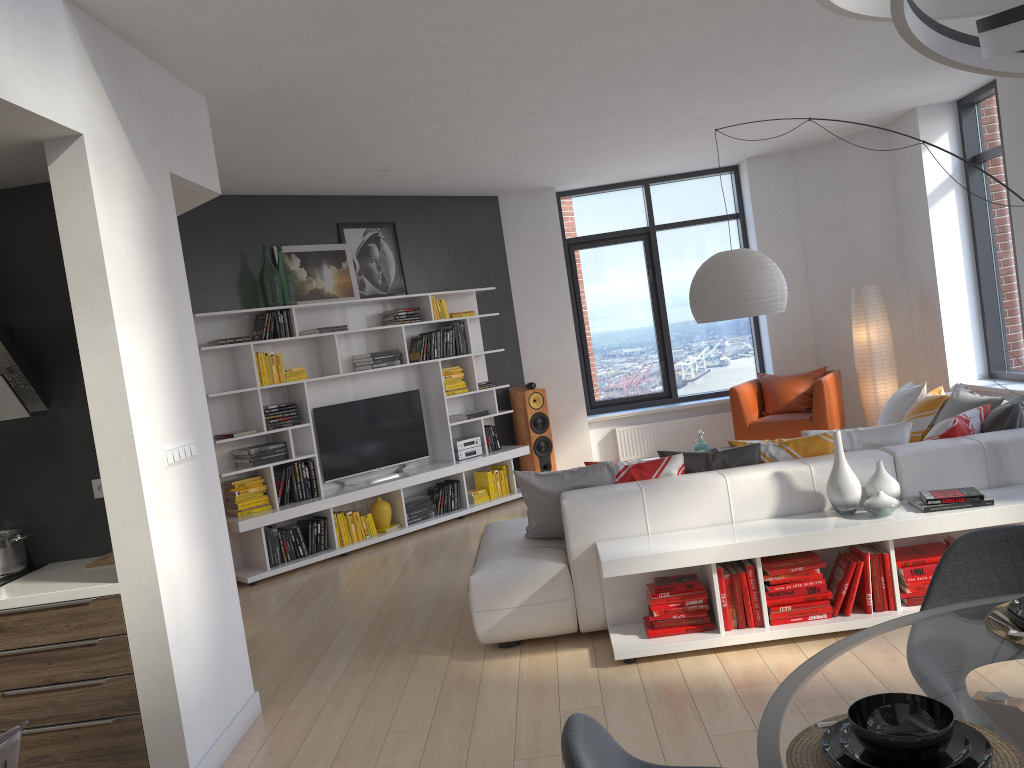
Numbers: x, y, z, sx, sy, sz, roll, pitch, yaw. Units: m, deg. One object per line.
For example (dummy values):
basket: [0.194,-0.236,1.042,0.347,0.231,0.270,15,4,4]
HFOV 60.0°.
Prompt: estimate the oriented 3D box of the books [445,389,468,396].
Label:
books: [-0.567,0.083,8.293,0.257,0.028,0.194,-11,4,-38]

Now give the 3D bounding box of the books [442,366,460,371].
books: [-0.629,-0.137,8.314,0.223,0.023,0.163,-11,4,-39]

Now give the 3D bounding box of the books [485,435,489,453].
books: [-0.317,0.528,8.466,0.053,0.268,0.202,-11,4,-43]

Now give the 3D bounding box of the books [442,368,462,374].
books: [-0.603,-0.116,8.305,0.223,0.023,0.163,-11,4,-39]

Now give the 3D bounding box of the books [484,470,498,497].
books: [-0.212,0.947,8.419,0.019,0.251,0.180,-11,4,-43]

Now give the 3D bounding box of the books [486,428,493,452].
books: [-0.267,0.535,8.497,0.049,0.236,0.170,-11,4,-42]

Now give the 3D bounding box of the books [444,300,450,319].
books: [-0.647,-0.688,8.217,0.044,0.184,0.142,-11,4,-42]

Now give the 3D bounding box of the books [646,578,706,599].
books: [0.773,0.967,4.198,0.254,0.025,0.178,-8,3,2]

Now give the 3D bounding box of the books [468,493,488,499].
books: [-0.326,1.045,8.274,0.169,0.018,0.113,-11,4,-41]

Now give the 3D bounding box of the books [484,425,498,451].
books: [-0.234,0.520,8.534,0.066,0.255,0.193,-11,4,-43]

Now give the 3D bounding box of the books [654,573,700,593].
books: [0.776,0.940,4.187,0.206,0.029,0.152,-8,3,8]

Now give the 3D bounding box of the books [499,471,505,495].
books: [-0.150,0.944,8.472,0.024,0.234,0.172,-11,4,-43]

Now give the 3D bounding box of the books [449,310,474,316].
books: [-0.518,-0.662,8.390,0.257,0.024,0.203,-11,4,-40]

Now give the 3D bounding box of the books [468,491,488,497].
books: [-0.334,1.030,8.288,0.187,0.014,0.134,-11,4,-43]

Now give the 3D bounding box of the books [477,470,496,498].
books: [-0.243,0.948,8.394,0.015,0.263,0.199,-11,4,-43]

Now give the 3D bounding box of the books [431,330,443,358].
books: [-0.708,-0.360,8.184,0.066,0.260,0.197,-11,4,-43]

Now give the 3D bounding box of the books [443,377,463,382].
books: [-0.603,-0.038,8.304,0.239,0.019,0.171,-11,4,-43]

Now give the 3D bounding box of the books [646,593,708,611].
books: [0.780,1.019,4.214,0.261,0.028,0.191,-8,3,2]

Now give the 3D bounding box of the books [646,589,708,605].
books: [0.778,0.992,4.196,0.269,0.028,0.179,-8,3,4]

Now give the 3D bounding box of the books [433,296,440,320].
books: [-0.746,-0.690,8.150,0.054,0.224,0.164,-11,4,-44]

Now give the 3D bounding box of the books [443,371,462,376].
books: [-0.608,-0.092,8.304,0.227,0.022,0.160,-10,3,-27]

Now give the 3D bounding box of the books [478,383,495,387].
books: [-0.280,0.014,8.511,0.198,0.015,0.142,-11,4,-44]

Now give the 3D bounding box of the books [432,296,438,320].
books: [-0.762,-0.686,8.123,0.041,0.224,0.163,-11,4,-44]

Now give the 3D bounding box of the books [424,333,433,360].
books: [-0.777,-0.334,8.083,0.069,0.242,0.172,-11,4,-42]

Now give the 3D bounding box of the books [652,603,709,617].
books: [0.787,1.044,4.199,0.257,0.025,0.182,-8,3,2]

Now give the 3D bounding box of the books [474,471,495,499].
books: [-0.263,0.955,8.372,0.044,0.255,0.198,-11,4,-43]

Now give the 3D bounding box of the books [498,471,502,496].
books: [-0.171,0.945,8.458,0.023,0.239,0.169,-11,4,-43]

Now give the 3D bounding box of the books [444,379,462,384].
books: [-0.597,-0.018,8.284,0.217,0.023,0.145,-11,4,-39]

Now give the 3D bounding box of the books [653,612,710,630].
books: [0.794,1.099,4.203,0.259,0.034,0.206,-8,3,5]

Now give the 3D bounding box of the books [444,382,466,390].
books: [-0.586,0.026,8.299,0.243,0.042,0.189,-11,4,-43]

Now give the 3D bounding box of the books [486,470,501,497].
books: [-0.191,0.943,8.436,0.035,0.250,0.185,-11,4,-43]

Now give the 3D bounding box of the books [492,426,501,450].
books: [-0.206,0.521,8.549,0.066,0.242,0.177,-11,4,-43]

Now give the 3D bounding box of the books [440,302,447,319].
books: [-0.663,-0.670,8.169,0.046,0.161,0.108,-11,4,-44]

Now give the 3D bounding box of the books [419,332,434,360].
books: [-0.779,-0.343,8.118,0.075,0.254,0.192,-11,4,-44]

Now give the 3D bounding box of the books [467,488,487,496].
books: [-0.348,1.011,8.294,0.186,0.026,0.138,-11,4,-43]

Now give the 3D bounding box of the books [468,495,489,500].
books: [-0.334,1.059,8.292,0.196,0.011,0.148,-11,4,-43]

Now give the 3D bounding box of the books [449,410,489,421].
books: [-0.409,0.298,8.426,0.250,0.047,0.310,-6,4,43]

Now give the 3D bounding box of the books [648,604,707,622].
books: [0.780,1.071,4.193,0.266,0.026,0.187,-8,3,8]

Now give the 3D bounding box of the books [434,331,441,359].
books: [-0.731,-0.351,8.160,0.084,0.249,0.191,-11,4,-43]

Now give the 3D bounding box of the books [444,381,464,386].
books: [-0.601,-0.001,8.306,0.251,0.014,0.189,-11,4,-40]

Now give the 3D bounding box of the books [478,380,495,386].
books: [-0.291,-0.005,8.522,0.213,0.023,0.161,-11,4,-39]

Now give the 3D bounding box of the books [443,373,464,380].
books: [-0.598,-0.065,8.308,0.239,0.033,0.176,-11,4,-40]

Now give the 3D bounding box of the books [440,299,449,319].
books: [-0.658,-0.685,8.195,0.064,0.184,0.141,-11,4,-42]

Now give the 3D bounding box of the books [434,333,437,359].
books: [-0.754,-0.341,8.132,0.068,0.243,0.179,-11,4,-44]

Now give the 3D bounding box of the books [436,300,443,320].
books: [-0.705,-0.673,8.156,0.054,0.180,0.132,-11,4,-43]

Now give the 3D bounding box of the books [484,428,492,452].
books: [-0.289,0.538,8.485,0.053,0.240,0.189,-11,4,-42]

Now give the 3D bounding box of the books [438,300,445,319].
books: [-0.686,-0.676,8.164,0.044,0.178,0.128,-11,4,-43]

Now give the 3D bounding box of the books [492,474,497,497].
books: [-0.213,0.961,8.392,0.024,0.229,0.156,-11,4,-43]

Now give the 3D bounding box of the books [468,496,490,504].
books: [-0.328,1.081,8.290,0.190,0.033,0.147,-11,4,-43]

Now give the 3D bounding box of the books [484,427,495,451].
books: [-0.246,0.528,8.506,0.050,0.242,0.169,-11,4,-43]

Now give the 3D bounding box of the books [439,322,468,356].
books: [-0.556,-0.417,8.363,0.128,0.321,0.259,-11,4,-43]

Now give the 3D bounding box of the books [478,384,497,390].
books: [-0.274,0.032,8.510,0.213,0.023,0.161,-11,4,-39]

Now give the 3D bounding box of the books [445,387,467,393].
books: [-0.579,0.059,8.296,0.257,0.024,0.203,-11,4,-40]

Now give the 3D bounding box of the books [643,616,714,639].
books: [0.783,1.134,4.197,0.301,0.032,0.227,-8,3,2]

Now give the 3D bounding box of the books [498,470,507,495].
books: [-0.134,0.940,8.492,0.024,0.234,0.172,-11,4,-43]

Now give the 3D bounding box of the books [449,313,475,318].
books: [-0.506,-0.637,8.387,0.257,0.028,0.194,-11,4,-38]

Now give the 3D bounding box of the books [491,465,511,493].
books: [-0.106,0.916,8.540,0.025,0.270,0.213,-11,4,-43]

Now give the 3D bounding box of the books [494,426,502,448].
books: [-0.203,0.522,8.595,0.077,0.233,0.179,-11,4,-43]

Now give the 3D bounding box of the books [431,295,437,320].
books: [-0.766,-0.686,8.094,0.041,0.229,0.161,-11,4,-44]

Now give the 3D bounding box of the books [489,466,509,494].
books: [-0.120,0.919,8.515,0.029,0.270,0.204,-11,4,-43]
